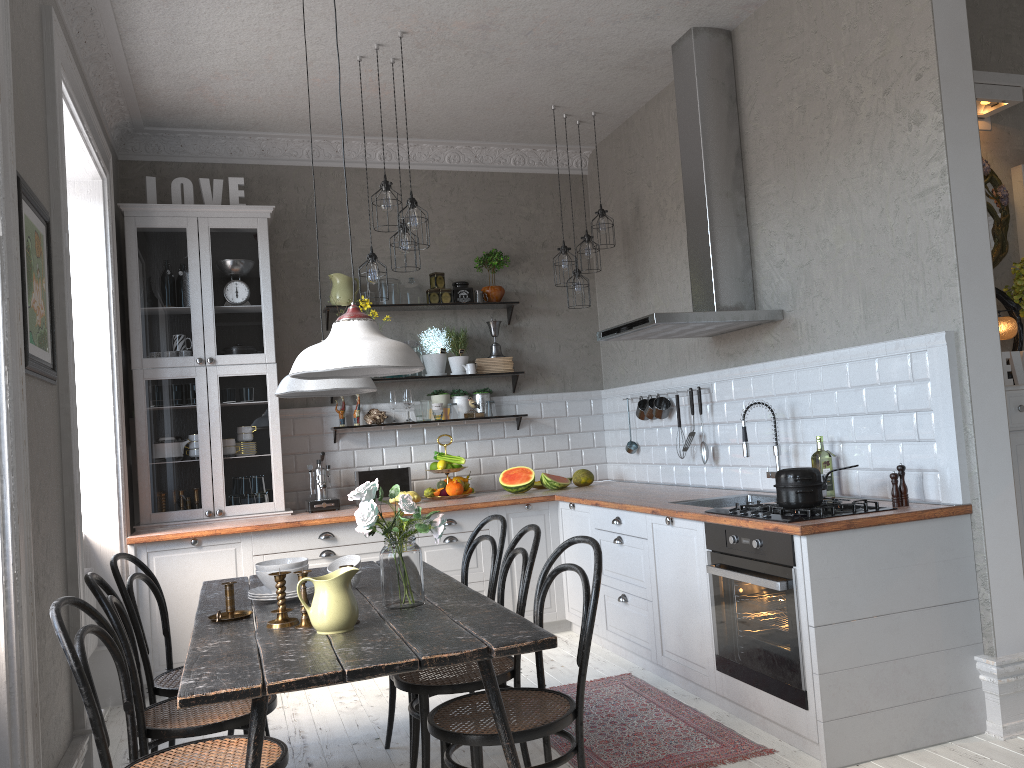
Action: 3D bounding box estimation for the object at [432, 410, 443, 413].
[{"bbox_3d":[-0.496,0.199,5.937,0.078,0.051,0.076,-3,-3,-26],"label":"object"}]

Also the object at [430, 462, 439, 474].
[{"bbox_3d":[-0.491,0.548,5.809,0.097,0.078,0.099,-2,-4,-32],"label":"object"}]

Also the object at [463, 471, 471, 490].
[{"bbox_3d":[-0.307,0.642,5.878,0.061,0.120,0.126,-4,-3,6],"label":"object"}]

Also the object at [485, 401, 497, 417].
[{"bbox_3d":[-0.147,0.171,6.093,0.079,0.108,0.076,-3,-3,-25],"label":"object"}]

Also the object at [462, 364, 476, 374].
[{"bbox_3d":[-0.282,-0.102,6.043,0.105,0.071,0.063,-5,-3,11],"label":"object"}]

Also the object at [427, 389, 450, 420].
[{"bbox_3d":[-0.504,0.141,6.071,0.160,0.217,0.153,-2,-4,-39],"label":"object"}]

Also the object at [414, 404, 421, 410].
[{"bbox_3d":[-0.627,0.181,6.016,0.078,0.083,0.078,-4,-3,-1],"label":"object"}]

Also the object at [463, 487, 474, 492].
[{"bbox_3d":[-0.356,0.705,5.907,0.214,0.044,0.054,-5,-3,19],"label":"object"}]

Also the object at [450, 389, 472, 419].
[{"bbox_3d":[-0.357,0.138,6.132,0.172,0.214,0.148,-5,-3,11],"label":"object"}]

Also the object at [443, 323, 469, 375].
[{"bbox_3d":[-0.375,-0.246,6.088,0.166,0.380,0.187,-6,-4,32],"label":"object"}]

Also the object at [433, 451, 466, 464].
[{"bbox_3d":[-0.412,0.483,5.809,0.213,0.101,0.066,-3,-3,-13],"label":"object"}]

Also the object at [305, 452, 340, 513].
[{"bbox_3d":[-1.179,0.605,5.503,0.208,0.370,0.348,-3,-3,-18],"label":"object"}]

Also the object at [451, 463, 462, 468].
[{"bbox_3d":[-0.376,0.549,5.823,0.098,0.062,0.077,-7,-4,44],"label":"object"}]

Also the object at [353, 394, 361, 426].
[{"bbox_3d":[-1.020,0.147,5.849,0.052,0.264,0.062,-5,-3,17],"label":"object"}]

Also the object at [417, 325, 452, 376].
[{"bbox_3d":[-0.517,-0.223,6.091,0.245,0.354,0.234,-4,-3,-1],"label":"object"}]

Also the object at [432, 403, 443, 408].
[{"bbox_3d":[-0.499,0.157,5.939,0.079,0.051,0.076,-2,-4,-33],"label":"object"}]

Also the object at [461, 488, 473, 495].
[{"bbox_3d":[-0.303,0.705,5.798,0.088,0.051,0.069,-6,-4,29],"label":"object"}]

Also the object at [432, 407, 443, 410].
[{"bbox_3d":[-0.497,0.182,5.938,0.077,0.051,0.077,-4,-3,0],"label":"object"}]

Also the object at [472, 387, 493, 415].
[{"bbox_3d":[-0.202,0.131,6.196,0.161,0.213,0.151,-3,-3,-21],"label":"object"}]

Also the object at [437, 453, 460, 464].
[{"bbox_3d":[-0.404,0.497,5.882,0.180,0.096,0.088,-4,-3,1],"label":"object"}]

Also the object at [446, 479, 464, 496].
[{"bbox_3d":[-0.371,0.670,5.706,0.109,0.110,0.115,-7,-4,39],"label":"object"}]

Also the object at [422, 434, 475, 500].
[{"bbox_3d":[-0.429,0.542,5.826,0.359,0.425,0.345,-2,-4,-34],"label":"object"}]

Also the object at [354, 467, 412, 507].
[{"bbox_3d":[-0.829,0.663,5.713,0.356,0.226,0.087,-3,-3,-20],"label":"object"}]

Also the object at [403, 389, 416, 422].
[{"bbox_3d":[-0.682,0.145,5.886,0.083,0.217,0.080,-2,-4,-33],"label":"object"}]

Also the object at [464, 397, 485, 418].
[{"bbox_3d":[-0.258,0.161,6.073,0.098,0.147,0.121,-7,-4,39],"label":"object"}]

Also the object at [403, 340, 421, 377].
[{"bbox_3d":[-0.687,-0.164,6.089,0.133,0.264,0.130,-3,-3,-13],"label":"object"}]

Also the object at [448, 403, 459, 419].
[{"bbox_3d":[-0.403,0.186,6.028,0.079,0.108,0.076,-3,-3,-25],"label":"object"}]

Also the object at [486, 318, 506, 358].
[{"bbox_3d":[-0.119,-0.321,6.210,0.133,0.287,0.128,-2,-4,-34],"label":"object"}]

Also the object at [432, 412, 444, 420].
[{"bbox_3d":[-0.494,0.216,5.936,0.078,0.051,0.076,-3,-3,-26],"label":"object"}]

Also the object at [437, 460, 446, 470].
[{"bbox_3d":[-0.456,0.526,5.745,0.059,0.069,0.079,-4,-3,1],"label":"object"}]

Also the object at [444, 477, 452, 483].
[{"bbox_3d":[-0.422,0.662,5.888,0.087,0.093,0.085,-3,-3,-23],"label":"object"}]

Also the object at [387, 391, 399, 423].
[{"bbox_3d":[-0.795,0.156,5.944,0.083,0.217,0.080,-2,-4,-33],"label":"object"}]

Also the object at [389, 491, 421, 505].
[{"bbox_3d":[-0.671,0.714,5.553,0.199,0.083,0.187,-3,-3,-18],"label":"object"}]

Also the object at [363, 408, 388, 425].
[{"bbox_3d":[-0.909,0.215,5.857,0.180,0.111,0.094,-1,-4,-41],"label":"object"}]

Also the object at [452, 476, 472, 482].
[{"bbox_3d":[-0.336,0.637,5.876,0.129,0.056,0.058,-3,-3,-27],"label":"object"}]

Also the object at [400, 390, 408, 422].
[{"bbox_3d":[-0.711,0.152,5.969,0.083,0.217,0.080,-2,-4,-33],"label":"object"}]

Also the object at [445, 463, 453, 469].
[{"bbox_3d":[-0.419,0.548,5.772,0.064,0.061,0.066,-3,-3,-19],"label":"object"}]

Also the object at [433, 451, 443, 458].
[{"bbox_3d":[-0.478,0.466,5.792,0.074,0.058,0.050,-1,-4,-42],"label":"object"}]

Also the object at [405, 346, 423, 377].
[{"bbox_3d":[-0.663,-0.145,5.939,0.124,0.206,0.125,-4,-3,4],"label":"object"}]

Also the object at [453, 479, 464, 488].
[{"bbox_3d":[-0.356,0.662,5.791,0.088,0.078,0.088,-5,-3,8],"label":"object"}]

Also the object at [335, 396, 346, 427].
[{"bbox_3d":[-1.126,0.154,5.828,0.060,0.264,0.054,-7,-4,42],"label":"object"}]

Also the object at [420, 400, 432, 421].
[{"bbox_3d":[-0.575,0.180,5.956,0.077,0.139,0.080,-7,-4,44],"label":"object"}]

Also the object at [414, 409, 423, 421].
[{"bbox_3d":[-0.625,0.214,6.015,0.078,0.083,0.078,-4,-3,-1],"label":"object"}]
